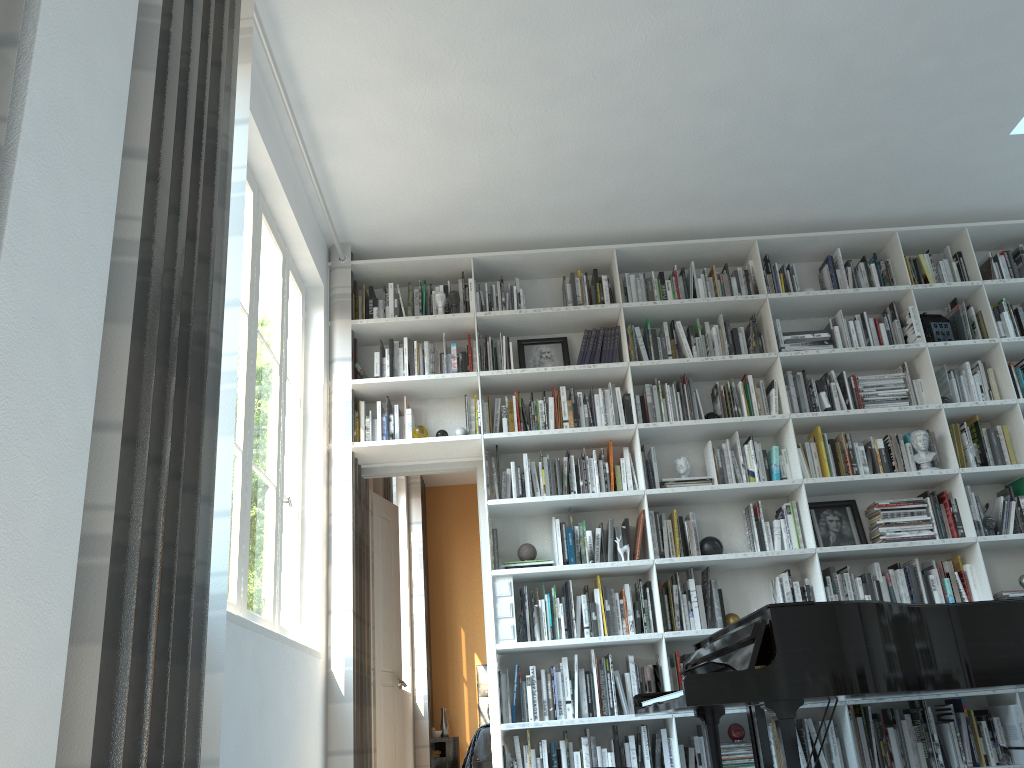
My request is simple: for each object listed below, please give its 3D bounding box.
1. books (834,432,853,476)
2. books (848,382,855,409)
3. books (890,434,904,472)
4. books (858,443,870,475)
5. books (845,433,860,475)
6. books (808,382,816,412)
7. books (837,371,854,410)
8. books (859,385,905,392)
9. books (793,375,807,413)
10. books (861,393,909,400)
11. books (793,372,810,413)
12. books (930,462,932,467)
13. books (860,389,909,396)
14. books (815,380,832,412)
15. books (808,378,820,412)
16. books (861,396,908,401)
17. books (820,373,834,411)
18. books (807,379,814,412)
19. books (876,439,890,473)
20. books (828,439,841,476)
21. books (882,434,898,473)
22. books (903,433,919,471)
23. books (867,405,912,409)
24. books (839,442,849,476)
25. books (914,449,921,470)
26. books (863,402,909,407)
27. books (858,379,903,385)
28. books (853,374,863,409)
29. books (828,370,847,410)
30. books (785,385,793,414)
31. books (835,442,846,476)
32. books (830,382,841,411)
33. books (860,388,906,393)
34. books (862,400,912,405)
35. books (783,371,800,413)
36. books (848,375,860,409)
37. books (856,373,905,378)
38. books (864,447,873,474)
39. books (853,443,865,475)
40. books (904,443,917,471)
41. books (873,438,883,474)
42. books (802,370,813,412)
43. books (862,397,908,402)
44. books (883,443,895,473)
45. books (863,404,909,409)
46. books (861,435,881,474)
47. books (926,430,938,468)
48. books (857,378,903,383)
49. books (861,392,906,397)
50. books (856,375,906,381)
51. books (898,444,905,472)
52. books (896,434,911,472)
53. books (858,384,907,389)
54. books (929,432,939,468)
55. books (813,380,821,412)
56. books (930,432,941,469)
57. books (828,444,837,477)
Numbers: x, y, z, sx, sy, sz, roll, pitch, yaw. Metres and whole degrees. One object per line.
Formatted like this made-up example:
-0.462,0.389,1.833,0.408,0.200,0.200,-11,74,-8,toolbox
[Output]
1.845,0.429,4.949,0.013,0.282,0.177,-4,-21,-1,books
1.918,0.115,5.077,0.024,0.215,0.133,-4,-21,-1,books
2.126,0.422,4.949,0.025,0.257,0.151,-4,-21,-1,books
1.932,0.456,4.940,0.030,0.214,0.169,-4,-21,-1,books
1.866,0.430,4.934,0.028,0.266,0.190,-4,-21,-1,books
1.699,0.121,5.074,0.014,0.232,0.147,-4,-21,-1,books
1.893,0.087,5.072,0.021,0.268,0.192,-4,-21,-1,books
2.103,0.052,5.102,0.254,0.012,0.161,-4,-22,1,books
1.628,0.106,5.066,0.025,0.265,0.186,-4,-21,-1,books
2.106,0.098,5.087,0.285,0.012,0.160,-4,-22,0,books
1.654,0.097,5.089,0.029,0.294,0.151,-4,-21,-1,books
2.301,0.408,4.972,0.025,0.278,0.108,-4,-21,-1,books
2.105,0.073,5.091,0.285,0.012,0.160,-5,-22,2,books
1.765,0.112,5.068,0.066,0.235,0.154,-4,-21,-1,books
1.713,0.111,5.074,0.014,0.249,0.173,-4,-21,-1,books
2.108,0.108,5.081,0.254,0.012,0.161,-3,-22,-3,books
1.807,0.091,5.089,0.022,0.284,0.131,-4,-21,-1,books
1.686,0.113,5.077,0.011,0.251,0.153,-4,-21,-1,books
2.034,0.441,4.932,0.029,0.223,0.186,-4,-22,-1,books
1.788,0.452,4.963,0.028,0.258,0.135,-4,-21,-1,books
2.083,0.425,4.929,0.012,0.244,0.186,-4,-21,-1,books
2.225,0.420,4.967,0.014,0.262,0.135,-4,-21,-1,books
2.112,0.165,5.061,0.285,0.012,0.160,-4,-22,0,books
1.828,0.456,4.947,0.025,0.235,0.137,-4,-21,-1,books
2.239,0.444,4.952,0.012,0.205,0.146,-4,-21,-1,books
2.110,0.142,5.069,0.254,0.012,0.161,-3,-22,-2,books
2.100,0.017,5.116,0.254,0.012,0.161,-4,-22,1,books
1.950,0.091,5.064,0.013,0.246,0.177,-4,-21,-1,books
1.858,0.084,5.088,0.049,0.290,0.163,-4,-21,-1,books
1.564,0.137,5.081,0.027,0.227,0.148,-4,-21,-1,books
1.809,0.458,4.938,0.012,0.227,0.170,-4,-21,-1,books
1.833,0.119,5.071,0.024,0.215,0.148,-4,-21,-1,books
2.104,0.062,5.096,0.254,0.012,0.161,-3,-22,-4,books
2.109,0.129,5.070,0.285,0.012,0.160,-3,-22,-4,books
1.588,0.097,5.078,0.026,0.296,0.180,-4,-21,-1,books
1.936,0.098,5.075,0.015,0.244,0.183,-4,-21,-1,books
2.098,-0.017,5.129,0.285,0.012,0.160,-4,-22,1,books
1.972,0.465,4.949,0.050,0.198,0.146,-4,-21,-1,books
1.905,0.457,4.938,0.024,0.215,0.176,-4,-22,-1,books
2.203,0.447,4.947,0.035,0.200,0.150,-4,-21,-1,books
2.015,0.441,4.943,0.010,0.233,0.175,-4,-21,-1,books
1.674,0.090,5.083,0.011,0.299,0.180,-4,-21,-1,books
2.108,0.119,5.076,0.254,0.012,0.161,-4,-22,1,books
2.064,0.450,4.930,0.029,0.199,0.179,-4,-22,-1,books
2.111,0.154,5.067,0.254,0.012,0.161,-4,-22,-1,books
2.002,0.432,4.951,0.014,0.257,0.162,-4,-21,-1,books
2.321,0.406,4.955,0.014,0.265,0.154,-4,-21,-1,books
2.100,0.007,5.125,0.254,0.012,0.161,-4,-22,-1,books
2.106,0.086,5.091,0.254,0.012,0.161,-4,-22,0,books
2.099,-0.009,5.118,0.285,0.012,0.160,-2,-22,-6,books
2.151,0.451,4.955,0.022,0.206,0.114,-4,-21,-1,books
2.172,0.423,4.959,0.024,0.258,0.127,-4,-21,-1,books
2.102,0.041,5.109,0.285,0.012,0.160,-3,-22,-2,books
2.335,0.412,4.966,0.014,0.260,0.137,-4,-21,-1,books
1.725,0.115,5.073,0.011,0.238,0.148,-4,-21,-1,books
2.353,0.412,4.973,0.023,0.263,0.107,-4,-21,-1,books
1.763,0.466,4.951,0.024,0.227,0.148,-4,-21,-1,books
